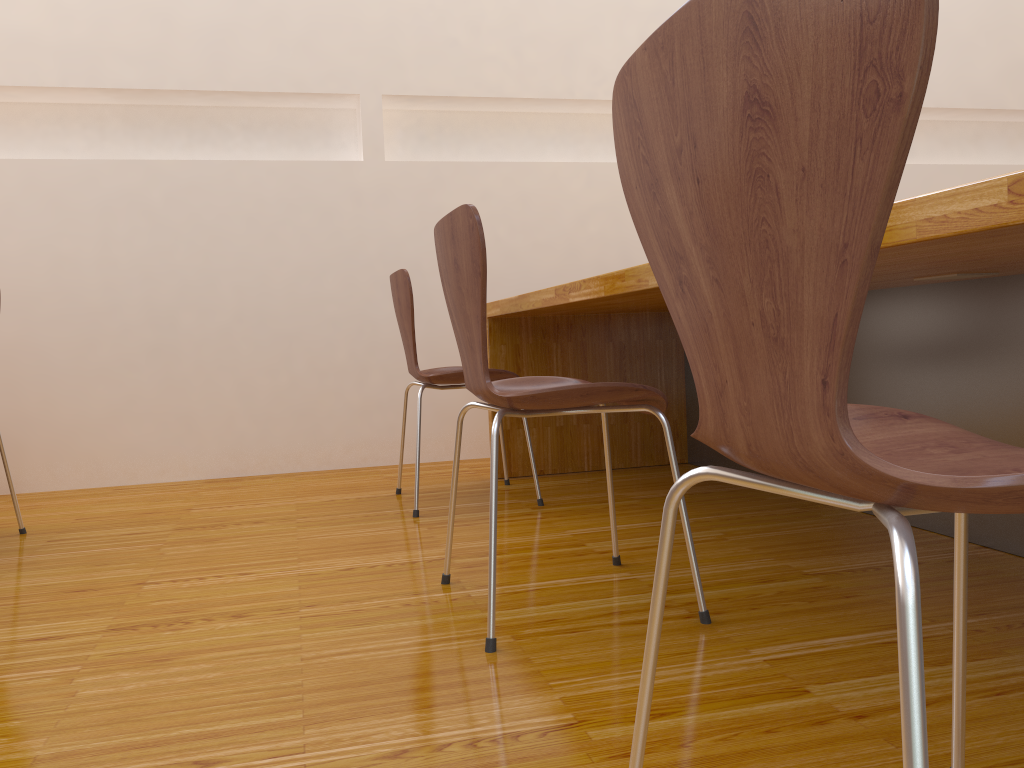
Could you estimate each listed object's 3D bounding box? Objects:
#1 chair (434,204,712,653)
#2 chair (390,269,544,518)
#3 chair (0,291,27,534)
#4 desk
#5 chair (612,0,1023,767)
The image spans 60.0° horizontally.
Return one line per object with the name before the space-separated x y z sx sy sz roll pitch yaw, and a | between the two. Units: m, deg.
chair | 0.077 0.050 1.585 0.381 0.693 0.428 -3 3 -14
chair | -0.157 0.009 2.679 0.381 0.693 0.428 -3 3 -14
chair | -1.499 0.094 2.210 0.381 0.693 0.428 -3 3 -14
desk | 1.035 0.127 1.766 1.527 0.785 3.243 -3 3 -14
chair | 0.311 0.084 0.643 0.381 0.693 0.428 -3 3 -14
